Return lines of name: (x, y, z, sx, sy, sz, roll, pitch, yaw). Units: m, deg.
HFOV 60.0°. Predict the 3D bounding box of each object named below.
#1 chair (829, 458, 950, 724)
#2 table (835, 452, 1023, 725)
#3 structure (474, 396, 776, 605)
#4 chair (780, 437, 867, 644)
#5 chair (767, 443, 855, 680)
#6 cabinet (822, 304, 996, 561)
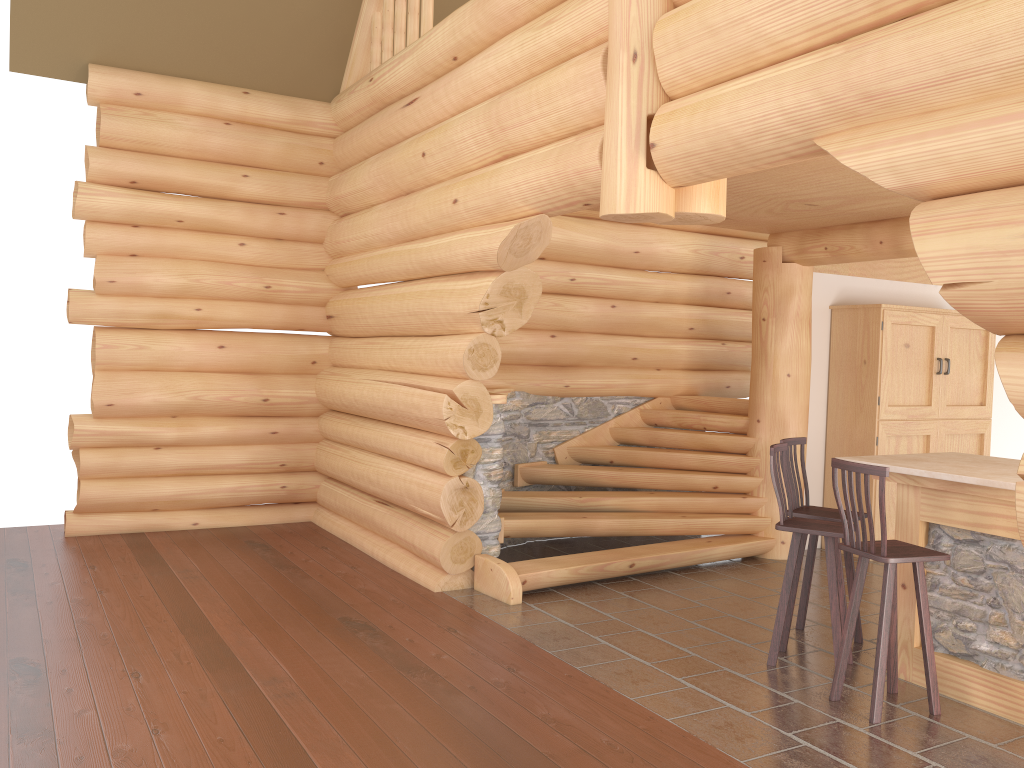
chair: (1.991, 1.072, 4.726, 0.504, 1.319, 0.406, 1, 2, -20)
table: (3.279, 1.155, 4.382, 1.196, 1.257, 3.220, 1, 2, -30)
structure: (0.905, 0.766, 8.273, 3.604, 1.643, 1.951, 0, 2, -36)
chair: (2.037, 1.037, 5.857, 0.504, 1.319, 0.406, 3, 2, 40)
chair: (1.812, 1.045, 5.387, 0.504, 1.319, 0.406, 3, 2, 28)
cabinet: (4.047, 0.455, 8.959, 1.847, 2.403, 0.670, 1, 2, -30)
